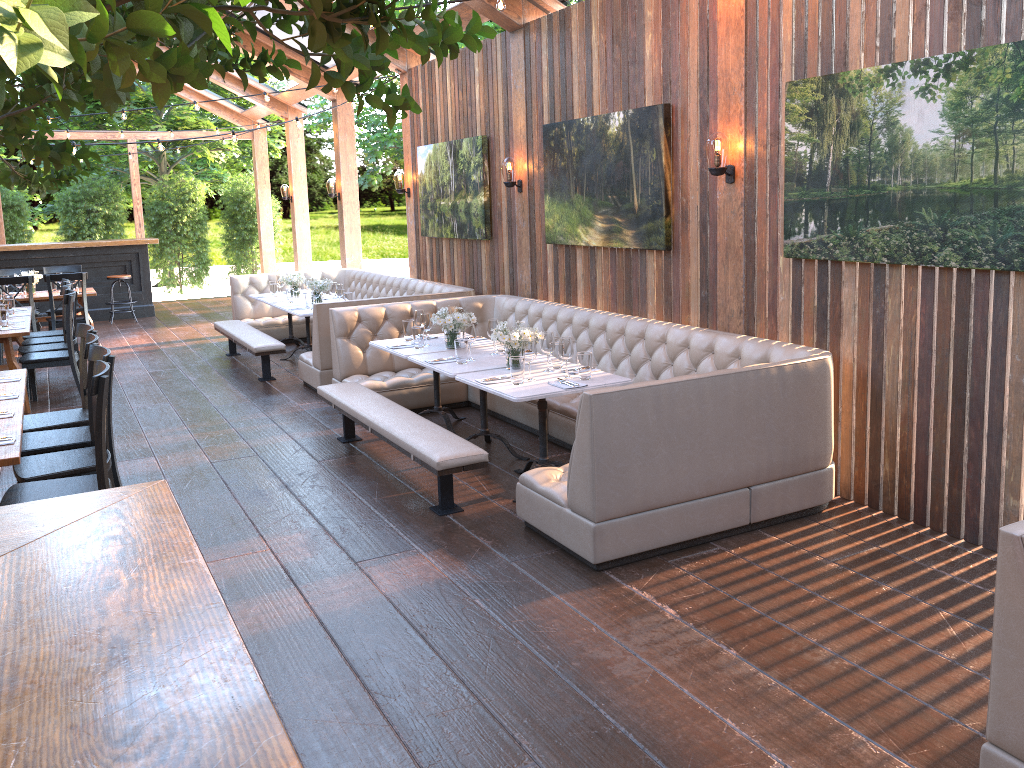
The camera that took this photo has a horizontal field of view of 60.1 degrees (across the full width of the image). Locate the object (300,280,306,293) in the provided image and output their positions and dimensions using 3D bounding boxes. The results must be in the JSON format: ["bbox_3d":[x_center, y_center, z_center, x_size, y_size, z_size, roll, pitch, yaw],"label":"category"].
[{"bbox_3d":[-2.581,-1.206,10.915,0.092,0.157,0.092,-10,12,-41],"label":"object"}]

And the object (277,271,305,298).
[{"bbox_3d":[-2.554,-1.171,10.380,0.337,0.306,0.331,6,13,36],"label":"object"}]

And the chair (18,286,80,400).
[{"bbox_3d":[-4.509,-0.417,8.617,0.541,1.010,0.480,-7,10,-30],"label":"chair"}]

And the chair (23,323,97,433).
[{"bbox_3d":[-2.869,0.157,5.626,0.541,1.010,0.480,-8,11,-32],"label":"chair"}]

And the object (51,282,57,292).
[{"bbox_3d":[-6.010,-1.292,11.583,0.092,0.157,0.093,-2,9,-1],"label":"object"}]

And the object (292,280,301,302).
[{"bbox_3d":[-2.412,-1.041,9.897,0.092,0.242,0.093,0,9,15],"label":"object"}]

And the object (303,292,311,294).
[{"bbox_3d":[-2.461,-1.117,10.808,0.256,0.019,0.159,-8,13,-27],"label":"object"}]

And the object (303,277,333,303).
[{"bbox_3d":[-2.089,-1.013,9.554,0.329,0.306,0.340,-3,10,-5],"label":"object"}]

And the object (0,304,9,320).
[{"bbox_3d":[-4.904,-0.688,8.541,0.092,0.157,0.093,-2,9,-1],"label":"object"}]

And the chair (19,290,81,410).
[{"bbox_3d":[-4.218,-0.325,8.132,0.540,1.010,0.481,-5,9,-20],"label":"chair"}]

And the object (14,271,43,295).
[{"bbox_3d":[-6.107,-1.286,11.202,0.336,0.306,0.332,-1,10,5],"label":"object"}]

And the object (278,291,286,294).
[{"bbox_3d":[-2.804,-1.138,10.959,0.158,0.019,0.257,-8,13,-27],"label":"object"}]

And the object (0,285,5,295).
[{"bbox_3d":[-6.517,-1.215,11.295,0.092,0.157,0.093,-2,9,-1],"label":"object"}]

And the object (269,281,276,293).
[{"bbox_3d":[-2.924,-1.178,10.833,0.092,0.157,0.092,-10,12,-41],"label":"object"}]

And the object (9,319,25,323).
[{"bbox_3d":[-4.784,-0.599,8.434,0.256,0.019,0.159,-8,13,-27],"label":"object"}]

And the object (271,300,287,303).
[{"bbox_3d":[-2.573,-0.930,9.933,0.256,0.019,0.159,-8,13,-27],"label":"object"}]

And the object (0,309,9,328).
[{"bbox_3d":[-4.618,-0.592,8.031,0.092,0.157,0.092,1,10,19],"label":"object"}]

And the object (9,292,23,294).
[{"bbox_3d":[-6.411,-1.177,11.430,0.158,0.019,0.257,-8,13,-27],"label":"object"}]

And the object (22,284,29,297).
[{"bbox_3d":[-6.001,-1.161,10.954,0.092,0.157,0.093,-2,9,-1],"label":"object"}]

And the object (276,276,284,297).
[{"bbox_3d":[-2.763,-1.168,10.555,0.092,0.242,0.093,0,9,15],"label":"object"}]

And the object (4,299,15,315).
[{"bbox_3d":[-5.116,-0.783,9.017,0.092,0.157,0.093,-2,9,-1],"label":"object"}]

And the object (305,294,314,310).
[{"bbox_3d":[-2.082,-0.842,9.104,0.092,0.157,0.092,-10,12,-41],"label":"object"}]

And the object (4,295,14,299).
[{"bbox_3d":[-5.405,-0.879,9.517,0.092,0.157,0.093,-2,9,-1],"label":"object"}]

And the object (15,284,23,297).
[{"bbox_3d":[-6.121,-1.210,10.999,0.092,0.242,0.093,0,9,15],"label":"object"}]

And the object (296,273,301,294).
[{"bbox_3d":[-2.629,-1.226,10.811,0.092,0.242,0.093,0,9,15],"label":"object"}]

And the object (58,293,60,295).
[{"bbox_3d":[-5.617,-1.138,11.122,0.158,0.019,0.257,-8,13,-27],"label":"object"}]

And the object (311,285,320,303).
[{"bbox_3d":[-2.036,-0.906,9.195,0.092,0.242,0.093,1,9,20],"label":"object"}]

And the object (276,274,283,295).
[{"bbox_3d":[-2.826,-1.213,10.780,0.092,0.242,0.093,0,9,15],"label":"object"}]

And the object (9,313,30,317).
[{"bbox_3d":[-4.996,-0.694,8.910,0.256,0.019,0.159,-8,13,-27],"label":"object"}]

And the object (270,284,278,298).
[{"bbox_3d":[-2.809,-1.104,10.464,0.092,0.157,0.092,-10,12,-41],"label":"object"}]

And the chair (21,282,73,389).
[{"bbox_3d":[-4.742,-0.512,9.108,0.541,1.010,0.481,-6,10,-22],"label":"chair"}]

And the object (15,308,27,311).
[{"bbox_3d":[-5.298,-0.790,9.412,0.256,0.019,0.159,-8,13,-27],"label":"object"}]

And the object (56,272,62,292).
[{"bbox_3d":[-5.889,-1.329,11.531,0.092,0.242,0.093,0,9,15],"label":"object"}]

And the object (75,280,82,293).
[{"bbox_3d":[-5.480,-1.233,11.215,0.092,0.157,0.093,-2,9,-1],"label":"object"}]

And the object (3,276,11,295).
[{"bbox_3d":[-6.423,-1.253,11.255,0.092,0.242,0.093,0,9,15],"label":"object"}]

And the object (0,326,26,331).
[{"bbox_3d":[-4.493,-0.502,7.915,0.256,0.019,0.159,-8,13,-27],"label":"object"}]

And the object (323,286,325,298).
[{"bbox_3d":[-2.205,-1.072,10.218,0.092,0.157,0.092,-10,12,-41],"label":"object"}]

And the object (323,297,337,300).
[{"bbox_3d":[-2.085,-0.983,10.111,0.256,0.019,0.159,-8,13,-27],"label":"object"}]

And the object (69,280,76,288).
[{"bbox_3d":[-5.600,-1.283,11.269,0.092,0.242,0.093,0,9,15],"label":"object"}]

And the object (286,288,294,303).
[{"bbox_3d":[-2.457,-0.977,9.806,0.092,0.157,0.092,-10,12,-41],"label":"object"}]

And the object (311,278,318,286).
[{"bbox_3d":[-2.253,-1.092,10.114,0.092,0.242,0.093,0,9,15],"label":"object"}]

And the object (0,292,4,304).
[{"bbox_3d":[-5.164,-0.803,8.914,0.092,0.242,0.093,0,9,15],"label":"object"}]

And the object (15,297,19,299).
[{"bbox_3d":[-6.134,-1.064,10.849,0.158,0.019,0.257,-8,13,-27],"label":"object"}]

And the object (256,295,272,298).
[{"bbox_3d":[-2.924,-1.056,10.591,0.256,0.019,0.159,-8,13,-27],"label":"object"}]

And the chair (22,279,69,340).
[{"bbox_3d":[-5.010,-0.606,9.596,0.541,1.010,0.481,-7,10,-27],"label":"chair"}]
